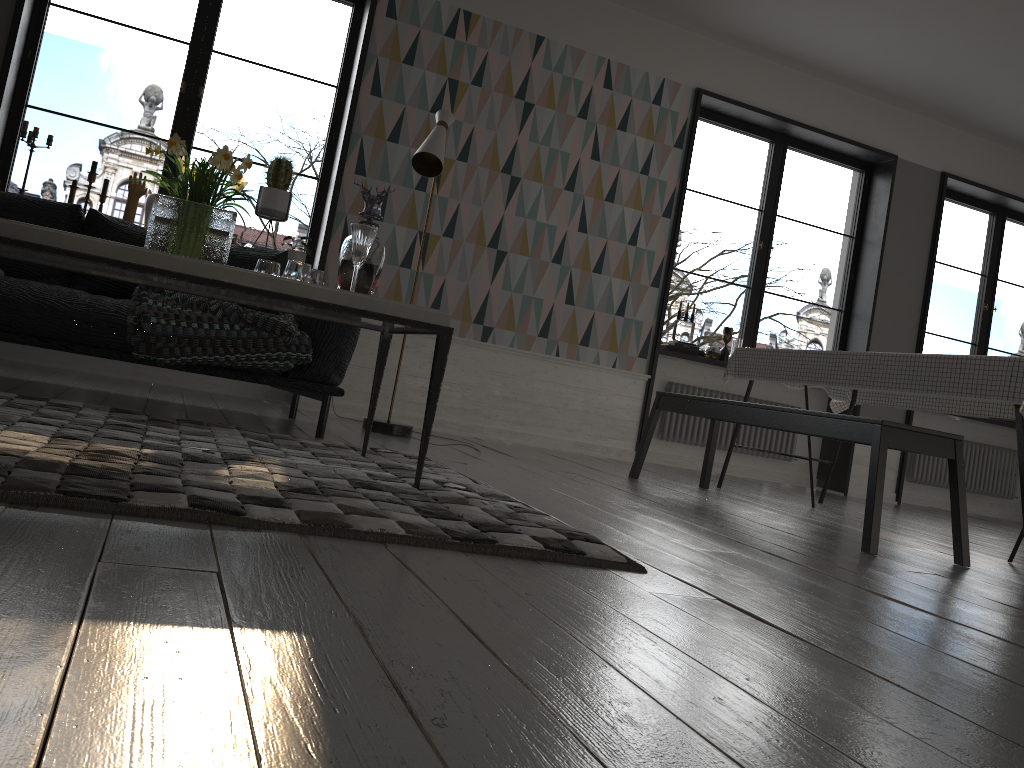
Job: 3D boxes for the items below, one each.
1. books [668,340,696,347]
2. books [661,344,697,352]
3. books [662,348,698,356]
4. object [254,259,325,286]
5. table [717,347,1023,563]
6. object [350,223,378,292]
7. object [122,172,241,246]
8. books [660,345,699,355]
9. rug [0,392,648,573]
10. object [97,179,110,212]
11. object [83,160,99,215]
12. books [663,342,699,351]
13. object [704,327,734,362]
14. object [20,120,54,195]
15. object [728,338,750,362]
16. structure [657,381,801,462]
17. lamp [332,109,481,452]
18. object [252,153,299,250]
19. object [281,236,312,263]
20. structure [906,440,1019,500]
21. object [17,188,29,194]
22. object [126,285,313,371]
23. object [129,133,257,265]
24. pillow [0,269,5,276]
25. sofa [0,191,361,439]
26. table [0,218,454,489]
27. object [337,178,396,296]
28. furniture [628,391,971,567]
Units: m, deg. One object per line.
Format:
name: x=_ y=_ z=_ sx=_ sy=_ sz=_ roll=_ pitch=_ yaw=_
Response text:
books: x=1.194 y=-0.284 z=6.211 sx=0.153 sy=0.017 sz=0.124 roll=10 pitch=-1 yaw=-20
books: x=1.159 y=-0.253 z=6.208 sx=0.215 sy=0.011 sz=0.174 roll=10 pitch=0 yaw=-15
books: x=1.145 y=-0.226 z=6.200 sx=0.267 sy=0.011 sz=0.162 roll=10 pitch=0 yaw=-18
object: x=-0.655 y=-0.324 z=2.786 sx=0.244 sy=0.088 sz=0.280 roll=11 pitch=-1 yaw=-43
table: x=1.889 y=0.305 z=4.163 sx=0.927 sy=0.787 sz=2.028 roll=11 pitch=-1 yaw=-22
object: x=-0.474 y=-0.365 z=2.709 sx=0.082 sy=0.228 sz=0.167 roll=11 pitch=-3 yaw=-10
object: x=-1.852 y=-0.974 z=5.039 sx=0.659 sy=0.412 sz=0.134 roll=11 pitch=-4 yaw=-20
books: x=1.147 y=-0.240 z=6.208 sx=0.270 sy=0.019 sz=0.184 roll=10 pitch=-1 yaw=-22
rug: x=-1.186 y=0.122 z=2.245 sx=2.515 sy=0.034 sz=1.772 roll=10 pitch=0 yaw=-21
object: x=-2.282 y=-1.003 z=4.920 sx=0.076 sy=0.302 sz=0.075 roll=10 pitch=-4 yaw=9
object: x=-2.322 y=-1.048 z=4.850 sx=0.122 sy=0.377 sz=0.123 roll=11 pitch=-4 yaw=-17
books: x=1.186 y=-0.265 z=6.212 sx=0.197 sy=0.022 sz=0.162 roll=10 pitch=-1 yaw=-20
object: x=1.480 y=-0.289 z=6.322 sx=0.194 sy=0.258 sz=0.115 roll=11 pitch=-4 yaw=-11
object: x=-2.609 y=-1.159 z=4.739 sx=0.163 sy=0.492 sz=0.144 roll=9 pitch=-4 yaw=15
object: x=1.697 y=-0.216 z=6.416 sx=0.266 sy=0.193 sz=0.153 roll=11 pitch=-3 yaw=-21
structure: x=1.626 y=0.288 z=6.532 sx=1.217 sy=0.430 sz=0.149 roll=11 pitch=-4 yaw=-23
lamp: x=-0.441 y=-0.578 z=4.850 sx=0.676 sy=1.710 sz=1.248 roll=12 pitch=-3 yaw=-23
object: x=-1.394 y=-1.030 z=5.156 sx=0.229 sy=0.673 sz=0.233 roll=7 pitch=-5 yaw=39
object: x=-1.268 y=-0.770 z=5.176 sx=0.170 sy=0.204 sz=0.246 roll=11 pitch=-2 yaw=-19
structure: x=3.772 y=0.683 z=7.362 sx=1.217 sy=0.430 sz=0.149 roll=11 pitch=-4 yaw=-23
object: x=-2.669 y=-0.997 z=4.801 sx=0.084 sy=0.152 sz=0.084 roll=11 pitch=-4 yaw=-17
object: x=-1.183 y=-0.225 z=3.560 sx=0.663 sy=0.330 sz=0.491 roll=11 pitch=-2 yaw=-26
object: x=-0.921 y=-0.512 z=2.547 sx=0.350 sy=0.352 sz=0.325 roll=11 pitch=-3 yaw=-19
pillow: x=-2.356 y=-0.645 z=3.362 sx=0.792 sy=0.364 sz=0.445 roll=11 pitch=-2 yaw=-39
sofa: x=-1.839 y=-0.367 z=3.619 sx=2.329 sy=0.801 sz=0.971 roll=11 pitch=-2 yaw=-21
table: x=-0.994 y=-0.086 z=2.489 sx=1.449 sy=0.513 sz=0.733 roll=11 pitch=-2 yaw=-21
object: x=-0.484 y=-0.465 z=2.930 sx=0.148 sy=0.419 sz=0.155 roll=10 pitch=-4 yaw=-2
furniture: x=1.149 y=0.337 z=3.843 sx=0.463 sy=0.457 sz=1.672 roll=11 pitch=-1 yaw=-21
